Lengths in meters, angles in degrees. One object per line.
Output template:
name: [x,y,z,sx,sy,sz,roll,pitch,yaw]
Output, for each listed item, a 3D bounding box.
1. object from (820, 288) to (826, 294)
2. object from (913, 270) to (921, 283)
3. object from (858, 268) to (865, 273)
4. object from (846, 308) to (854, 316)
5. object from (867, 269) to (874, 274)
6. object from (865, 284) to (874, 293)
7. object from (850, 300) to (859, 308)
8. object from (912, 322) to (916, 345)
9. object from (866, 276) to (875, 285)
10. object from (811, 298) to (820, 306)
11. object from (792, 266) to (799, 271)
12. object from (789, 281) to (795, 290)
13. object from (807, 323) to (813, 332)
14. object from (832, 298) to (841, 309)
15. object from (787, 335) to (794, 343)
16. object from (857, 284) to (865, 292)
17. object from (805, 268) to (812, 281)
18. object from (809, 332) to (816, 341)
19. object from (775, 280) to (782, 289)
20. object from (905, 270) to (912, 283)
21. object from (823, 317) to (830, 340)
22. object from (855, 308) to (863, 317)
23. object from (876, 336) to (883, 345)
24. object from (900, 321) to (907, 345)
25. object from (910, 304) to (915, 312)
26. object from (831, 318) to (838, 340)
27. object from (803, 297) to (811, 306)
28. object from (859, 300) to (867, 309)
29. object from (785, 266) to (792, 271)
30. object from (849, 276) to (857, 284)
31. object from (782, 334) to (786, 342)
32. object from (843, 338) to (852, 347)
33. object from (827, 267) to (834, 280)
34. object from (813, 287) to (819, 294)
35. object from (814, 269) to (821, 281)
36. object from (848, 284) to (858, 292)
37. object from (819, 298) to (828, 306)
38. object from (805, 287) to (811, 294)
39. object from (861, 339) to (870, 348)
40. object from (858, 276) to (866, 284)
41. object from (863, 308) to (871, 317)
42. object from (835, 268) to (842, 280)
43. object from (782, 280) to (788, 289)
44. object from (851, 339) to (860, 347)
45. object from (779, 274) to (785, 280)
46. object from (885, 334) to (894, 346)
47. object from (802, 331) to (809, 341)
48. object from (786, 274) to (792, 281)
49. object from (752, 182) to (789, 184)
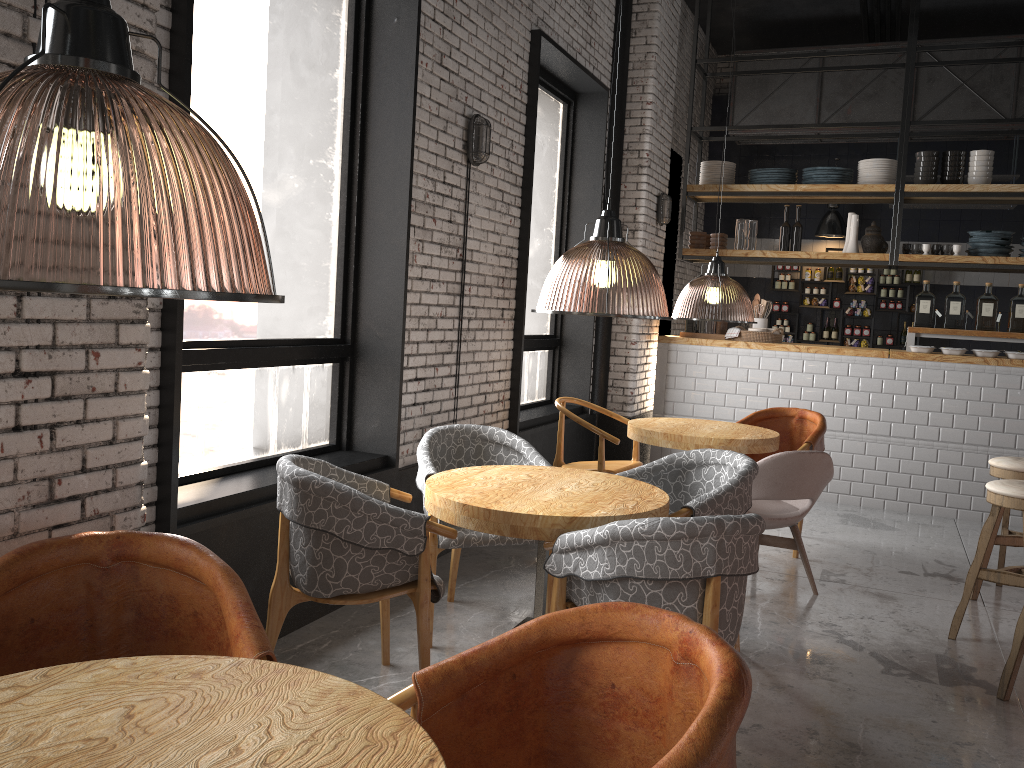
object: [3.872,-1.156,11.030,0.071,0.083,0.071,4,4,13]
object: [4.861,-1.345,10.624,0.079,0.280,0.079,4,4,16]
object: [4.282,-1.433,10.845,0.079,0.156,0.079,1,5,-32]
object: [4.156,-0.896,10.940,0.119,0.111,0.085,3,4,-8]
object: [4.369,-1.425,10.809,0.079,0.156,0.079,4,4,8]
object: [4.371,-1.168,10.835,0.092,0.108,0.105,6,5,34]
object: [4.216,-0.987,10.921,0.090,0.101,0.111,2,4,-11]
object: [4.820,-0.608,10.672,0.079,0.280,0.079,5,4,26]
object: [4.376,-1.269,10.828,0.092,0.108,0.105,6,5,34]
object: [3.797,-1.031,11.083,0.088,0.108,0.107,2,4,-17]
object: [3.574,-1.479,11.166,0.081,0.113,0.071,5,4,23]
object: [3.528,-1.246,11.174,0.076,0.110,0.076,5,4,18]
object: [3.734,-0.711,11.112,0.076,0.110,0.076,5,4,18]
object: [4.030,-1.003,10.995,0.100,0.139,0.088,5,4,23]
object: [3.525,-0.571,11.232,0.090,0.101,0.111,2,4,-11]
object: [4.283,-1.178,10.871,0.092,0.112,0.100,4,4,9]
object: [3.709,-1.366,11.091,0.079,0.156,0.079,0,5,-37]
object: [3.766,-0.596,11.101,0.076,0.110,0.076,5,5,28]
object: [3.376,-1.261,11.237,0.076,0.110,0.076,6,5,33]
object: [4.774,-1.353,10.661,0.079,0.280,0.079,3,4,-4]
object: [3.921,-0.691,11.048,0.079,0.280,0.079,6,4,31]
object: [4.263,-0.882,10.907,0.090,0.101,0.111,2,4,-11]
object: [4.479,-0.530,10.800,0.076,0.110,0.076,2,4,-12]
object: [4.736,-0.615,10.704,0.079,0.280,0.079,7,5,41]
object: [4.836,-0.911,10.648,0.088,0.108,0.107,2,4,-17]
object: [4.009,-0.683,11.011,0.079,0.280,0.079,3,4,-9]
object: [3.700,-1.042,11.123,0.092,0.112,0.100,4,4,9]
object: [4.308,-0.979,10.884,0.090,0.101,0.111,2,4,-11]
object: [3.491,-1.486,11.201,0.081,0.113,0.071,5,4,23]
object: [4.195,-1.288,10.903,0.092,0.112,0.100,4,4,9]
object: [3.433,-0.580,11.270,0.090,0.101,0.111,2,5,-16]
object: [4.147,-0.518,10.955,0.092,0.112,0.100,4,4,9]
object: [3.961,-1.429,11.002,0.079,0.280,0.079,5,4,26]
object: [3.793,-1.163,11.063,0.071,0.083,0.071,4,4,13]
object: [3.809,-1.356,11.049,0.079,0.156,0.079,4,4,8]
object: [4.193,-1.184,10.909,0.088,0.108,0.107,2,4,-17]
object: [3.882,-1.023,11.048,0.092,0.108,0.105,6,5,34]
object: [3.707,-1.171,11.099,0.071,0.083,0.071,-1,6,-42]
object: [4.334,-0.498,10.877,0.088,0.108,0.107,2,4,-17]
object: [4.292,-1.276,10.863,0.088,0.108,0.107,2,4,-17]
object: [4.353,-0.878,10.857,0.092,0.112,0.100,4,4,9]
object: [4.047,-1.421,10.966,0.079,0.280,0.079,3,4,1]
object: [3.452,-1.253,11.205,0.076,0.110,0.076,7,6,43]
object: [4.235,-0.507,10.919,0.092,0.108,0.105,6,5,34]
object: [3.415,-1.354,11.216,0.071,0.083,0.071,4,4,13]
object: [4.592,-0.535,10.776,0.100,0.139,0.088,5,4,23]
object: [3.690,-0.603,11.131,0.076,0.110,0.076,3,4,-2]
object: [3.490,-1.347,11.184,0.071,0.083,0.071,-1,6,-42]
object: [2.457,-1.854,8.375,0.454,0.033,0.454,6,6,31]
